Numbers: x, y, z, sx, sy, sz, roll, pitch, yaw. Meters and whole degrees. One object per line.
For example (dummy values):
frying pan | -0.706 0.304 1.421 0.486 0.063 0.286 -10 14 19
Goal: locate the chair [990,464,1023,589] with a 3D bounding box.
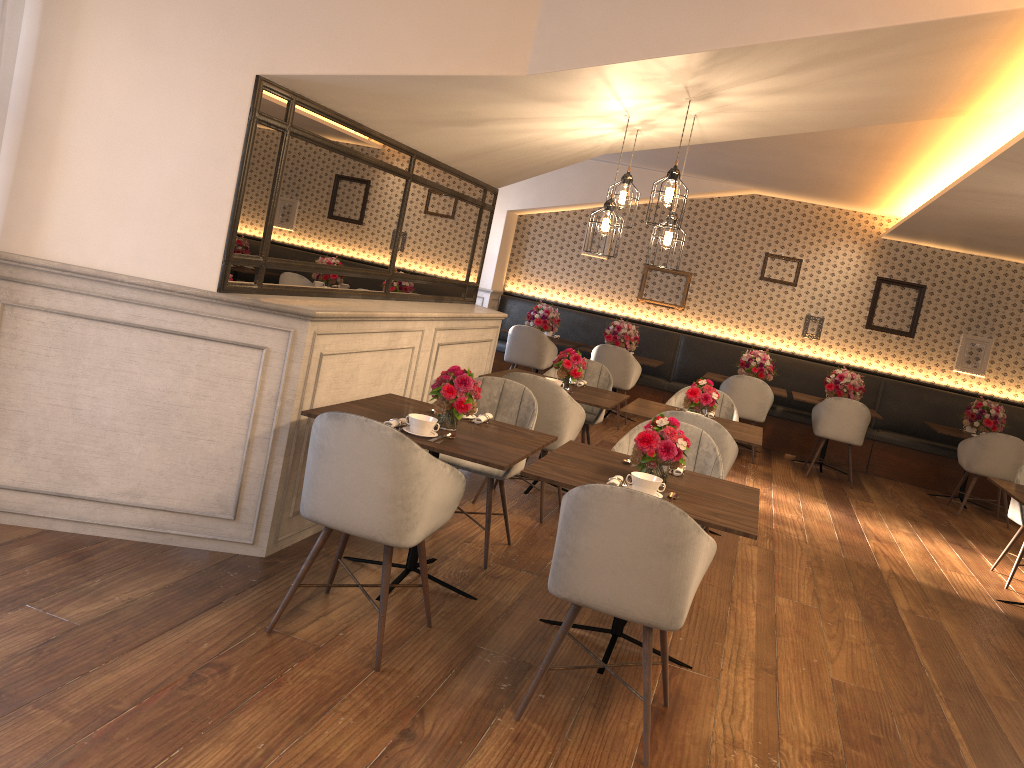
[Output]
chair | 3.758 1.018 6.210 0.567 0.869 0.527 13 5 15

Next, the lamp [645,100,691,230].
lamp | 0.972 -1.803 4.402 0.175 2.062 0.175 13 5 17

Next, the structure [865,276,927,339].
structure | 4.449 -0.888 10.269 0.546 0.629 0.035 13 5 16

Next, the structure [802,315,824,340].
structure | 3.579 -0.673 10.525 0.217 0.276 0.018 13 5 15

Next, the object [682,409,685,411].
object | 1.206 0.190 6.235 0.022 0.004 0.211 14 8 15

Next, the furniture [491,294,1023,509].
furniture | 3.025 0.193 10.399 7.112 1.077 0.542 14 5 15

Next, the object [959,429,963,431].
object | 4.808 0.490 9.515 0.043 0.015 0.198 13 8 11

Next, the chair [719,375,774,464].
chair | 2.391 0.328 9.221 0.567 0.869 0.527 13 5 15

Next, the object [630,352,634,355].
object | 1.414 -0.360 10.504 0.056 0.039 0.176 13 8 15

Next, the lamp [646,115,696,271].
lamp | 1.024 -1.639 4.732 0.175 2.062 0.175 13 5 17

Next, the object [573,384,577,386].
object | 0.473 -0.003 6.462 0.025 0.024 0.193 13 8 15

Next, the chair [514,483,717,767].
chair | 0.370 0.738 3.067 0.567 0.869 0.527 13 5 15

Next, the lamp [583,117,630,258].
lamp | 0.683 -1.705 4.698 0.175 2.062 0.175 13 5 17

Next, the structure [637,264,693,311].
structure | 1.892 -1.201 10.997 0.603 0.483 0.032 13 5 16

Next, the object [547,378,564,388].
object | 0.270 0.007 5.896 0.148 0.072 0.149 10 7 -17

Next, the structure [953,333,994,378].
structure | 5.237 -0.323 10.043 0.341 0.438 0.034 13 5 16

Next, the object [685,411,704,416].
object | 1.158 0.225 5.643 0.148 0.072 0.149 10 7 -17

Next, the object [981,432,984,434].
object | 4.790 0.539 8.907 0.147 0.072 0.149 7 8 -32

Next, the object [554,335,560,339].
object | 0.544 -0.574 10.752 0.056 0.039 0.176 13 8 15

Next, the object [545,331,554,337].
object | 0.440 -0.617 10.781 0.147 0.072 0.149 8 8 -27

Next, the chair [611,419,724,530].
chair | 0.710 0.636 4.351 0.567 0.869 0.527 13 5 15

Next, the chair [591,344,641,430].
chair | 1.061 0.000 9.601 0.567 0.869 0.527 13 5 15

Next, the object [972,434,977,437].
object | 4.679 0.529 8.938 0.056 0.039 0.176 13 8 15

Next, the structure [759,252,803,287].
structure | 3.226 -1.370 10.618 0.450 0.343 0.016 14 5 16

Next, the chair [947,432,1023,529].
chair | 4.621 0.877 8.585 0.567 0.869 0.527 13 5 15

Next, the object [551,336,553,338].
object | 0.507 -0.575 10.753 0.025 0.024 0.193 13 8 15

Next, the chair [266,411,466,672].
chair | -0.531 0.517 3.325 0.567 0.869 0.527 13 5 15

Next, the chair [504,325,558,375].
chair | 0.160 -0.221 9.858 0.567 0.869 0.527 13 5 15

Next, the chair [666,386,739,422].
chair | 1.355 0.468 6.583 0.567 0.869 0.527 13 5 15

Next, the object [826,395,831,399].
object | 3.583 0.157 9.884 0.147 0.072 0.149 8 8 -27

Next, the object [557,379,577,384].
object | 0.406 -0.045 6.490 0.148 0.072 0.149 10 7 -17

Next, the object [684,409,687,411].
object | 1.293 0.173 6.237 0.148 0.072 0.149 10 7 -17

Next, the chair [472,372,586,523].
chair | 0.115 0.349 5.556 0.567 0.869 0.527 13 5 15

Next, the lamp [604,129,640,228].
lamp | 0.814 -1.916 4.999 0.175 2.062 0.175 13 5 17

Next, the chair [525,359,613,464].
chair | 0.455 0.247 6.841 0.567 0.869 0.527 13 5 15

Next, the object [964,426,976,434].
object | 4.925 0.487 9.501 0.147 0.072 0.149 8 8 -27

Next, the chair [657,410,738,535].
chair | 1.016 0.571 5.299 0.567 0.869 0.527 13 5 15

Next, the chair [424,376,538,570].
chair | -0.191 0.414 4.609 0.567 0.869 0.527 13 5 15

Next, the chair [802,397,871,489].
chair | 3.292 0.549 8.964 0.567 0.869 0.527 13 5 15

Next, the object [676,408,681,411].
object | 1.176 0.176 6.251 0.043 0.015 0.198 13 8 11

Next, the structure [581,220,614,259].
structure | 1.085 -1.827 11.221 0.341 0.438 0.034 13 5 16
